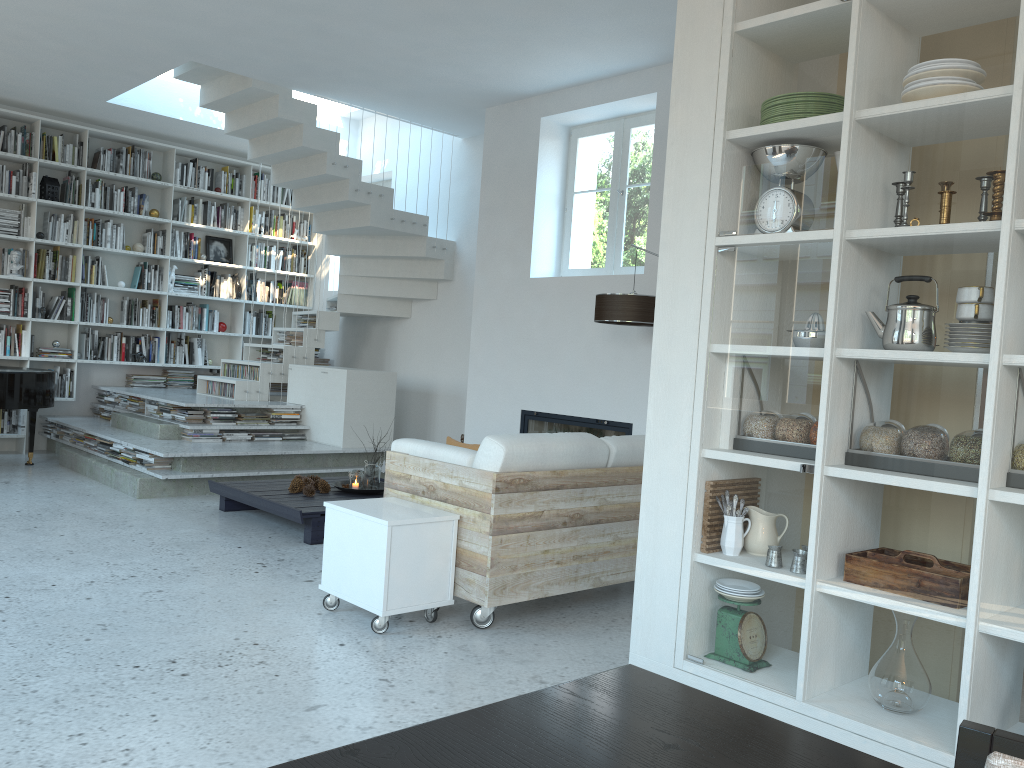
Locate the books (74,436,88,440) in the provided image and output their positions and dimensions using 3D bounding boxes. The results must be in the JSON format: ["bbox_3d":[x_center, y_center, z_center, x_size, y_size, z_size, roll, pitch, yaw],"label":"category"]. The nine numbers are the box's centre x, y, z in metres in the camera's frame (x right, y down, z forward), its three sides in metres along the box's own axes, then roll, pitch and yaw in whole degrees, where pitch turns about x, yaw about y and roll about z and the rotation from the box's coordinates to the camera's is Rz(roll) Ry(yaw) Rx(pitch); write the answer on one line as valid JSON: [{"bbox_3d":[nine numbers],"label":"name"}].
[{"bbox_3d":[-3.759,0.481,7.873,0.246,0.011,0.159,5,2,43],"label":"books"}]

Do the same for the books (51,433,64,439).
[{"bbox_3d":[-4.187,0.486,8.324,0.189,0.030,0.237,3,2,-43],"label":"books"}]

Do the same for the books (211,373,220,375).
[{"bbox_3d":[-3.156,-0.108,9.739,0.285,0.012,0.159,5,2,43],"label":"books"}]

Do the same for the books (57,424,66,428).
[{"bbox_3d":[-4.163,0.393,8.337,0.135,0.014,0.297,3,2,-42],"label":"books"}]

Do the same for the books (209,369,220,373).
[{"bbox_3d":[-3.165,-0.137,9.727,0.204,0.036,0.266,3,2,-42],"label":"books"}]

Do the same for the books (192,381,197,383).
[{"bbox_3d":[-3.288,-0.015,9.683,0.368,0.007,0.205,3,2,-42],"label":"books"}]

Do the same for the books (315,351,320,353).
[{"bbox_3d":[-2.297,-0.364,9.960,0.235,0.014,0.155,3,2,-42],"label":"books"}]

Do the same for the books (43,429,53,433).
[{"bbox_3d":[-4.387,0.452,8.536,0.179,0.012,0.261,3,2,-40],"label":"books"}]

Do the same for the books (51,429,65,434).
[{"bbox_3d":[-4.190,0.445,8.317,0.191,0.028,0.212,3,2,-39],"label":"books"}]

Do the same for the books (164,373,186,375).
[{"bbox_3d":[-3.548,-0.105,9.422,0.254,0.006,0.160,3,2,-39],"label":"books"}]

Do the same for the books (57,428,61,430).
[{"bbox_3d":[-4.167,0.423,8.336,0.143,0.019,0.230,3,2,-42],"label":"books"}]

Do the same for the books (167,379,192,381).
[{"bbox_3d":[-3.556,-0.047,9.429,0.254,0.007,0.160,3,2,-42],"label":"books"}]

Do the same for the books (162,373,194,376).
[{"bbox_3d":[-3.550,-0.099,9.420,0.159,0.005,0.285,5,2,43],"label":"books"}]

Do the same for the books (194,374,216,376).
[{"bbox_3d":[-3.281,-0.091,9.678,0.368,0.007,0.205,3,2,-41],"label":"books"}]

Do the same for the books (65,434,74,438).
[{"bbox_3d":[-3.962,0.477,8.111,0.149,0.007,0.300,3,2,-43],"label":"books"}]

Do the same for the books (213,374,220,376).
[{"bbox_3d":[-3.157,-0.090,9.740,0.165,0.015,0.243,3,2,-40],"label":"books"}]

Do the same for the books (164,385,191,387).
[{"bbox_3d":[-3.564,0.021,9.432,0.254,0.007,0.160,3,2,-43],"label":"books"}]

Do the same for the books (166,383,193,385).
[{"bbox_3d":[-3.554,-0.006,9.426,0.160,0.007,0.254,5,2,43],"label":"books"}]

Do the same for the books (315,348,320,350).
[{"bbox_3d":[-2.294,-0.402,9.958,0.229,0.011,0.159,2,2,-44],"label":"books"}]

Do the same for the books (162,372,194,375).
[{"bbox_3d":[-3.549,-0.110,9.423,0.159,0.005,0.285,5,2,44],"label":"books"}]

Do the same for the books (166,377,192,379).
[{"bbox_3d":[-3.559,-0.068,9.428,0.254,0.006,0.160,3,2,-43],"label":"books"}]

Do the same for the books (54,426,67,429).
[{"bbox_3d":[-4.175,0.409,8.327,0.160,0.009,0.291,3,2,-41],"label":"books"}]

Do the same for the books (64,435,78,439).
[{"bbox_3d":[-3.972,0.487,8.102,0.172,0.014,0.220,3,2,-42],"label":"books"}]

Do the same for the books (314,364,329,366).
[{"bbox_3d":[-2.165,-0.215,9.807,0.250,0.007,0.131,3,2,-39],"label":"books"}]

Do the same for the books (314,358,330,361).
[{"bbox_3d":[-2.173,-0.276,9.817,0.267,0.026,0.161,3,2,-38],"label":"books"}]

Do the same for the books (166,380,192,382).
[{"bbox_3d":[-3.557,-0.034,9.429,0.254,0.007,0.160,3,2,-42],"label":"books"}]

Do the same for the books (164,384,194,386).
[{"bbox_3d":[-3.557,0.008,9.425,0.159,0.007,0.285,5,2,43],"label":"books"}]

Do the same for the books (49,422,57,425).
[{"bbox_3d":[-4.361,0.378,8.552,0.133,0.017,0.231,3,2,-42],"label":"books"}]

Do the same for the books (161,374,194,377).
[{"bbox_3d":[-3.556,-0.089,9.425,0.285,0.005,0.159,2,2,-44],"label":"books"}]

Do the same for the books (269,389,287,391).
[{"bbox_3d":[-2.707,0.065,10.218,0.328,0.008,0.207,3,2,-38],"label":"books"}]

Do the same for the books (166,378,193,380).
[{"bbox_3d":[-3.556,-0.054,9.429,0.285,0.007,0.159,3,2,-42],"label":"books"}]

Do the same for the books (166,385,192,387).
[{"bbox_3d":[-3.562,0.014,9.430,0.254,0.007,0.160,3,2,-42],"label":"books"}]

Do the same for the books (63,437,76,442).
[{"bbox_3d":[-3.979,0.507,8.098,0.177,0.026,0.230,3,2,-40],"label":"books"}]

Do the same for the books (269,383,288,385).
[{"bbox_3d":[-2.706,-0.004,10.221,0.328,0.008,0.207,3,2,-36],"label":"books"}]

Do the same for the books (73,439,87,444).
[{"bbox_3d":[-3.761,0.513,7.875,0.292,0.012,0.159,5,2,44],"label":"books"}]

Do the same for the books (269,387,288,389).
[{"bbox_3d":[-2.707,0.041,10.220,0.368,0.007,0.205,3,2,-37],"label":"books"}]

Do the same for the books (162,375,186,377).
[{"bbox_3d":[-3.556,-0.084,9.426,0.285,0.005,0.159,3,2,-42],"label":"books"}]

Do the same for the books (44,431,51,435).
[{"bbox_3d":[-4.380,0.474,8.544,0.171,0.016,0.241,3,2,-43],"label":"books"}]

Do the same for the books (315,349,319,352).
[{"bbox_3d":[-2.304,-0.385,9.968,0.123,0.025,0.232,5,2,44],"label":"books"}]

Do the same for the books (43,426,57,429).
[{"bbox_3d":[-4.384,0.416,8.535,0.188,0.009,0.211,2,2,-44],"label":"books"}]

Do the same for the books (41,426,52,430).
[{"bbox_3d":[-4.386,0.427,8.534,0.278,0.012,0.177,5,2,43],"label":"books"}]

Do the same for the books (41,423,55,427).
[{"bbox_3d":[-4.388,0.392,8.529,0.243,0.013,0.191,5,2,43],"label":"books"}]

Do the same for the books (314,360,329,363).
[{"bbox_3d":[-2.171,-0.250,9.814,0.157,0.025,0.234,5,2,43],"label":"books"}]

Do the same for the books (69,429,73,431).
[{"bbox_3d":[-3.956,0.417,8.110,0.130,0.018,0.255,3,2,-40],"label":"books"}]

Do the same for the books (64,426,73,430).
[{"bbox_3d":[-3.965,0.405,8.101,0.159,0.006,0.285,3,2,-41],"label":"books"}]

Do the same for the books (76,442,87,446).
[{"bbox_3d":[-3.759,0.534,7.879,0.180,0.014,0.157,5,2,44],"label":"books"}]

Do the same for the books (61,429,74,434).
[{"bbox_3d":[-3.974,0.433,8.095,0.180,0.015,0.294,2,2,-45],"label":"books"}]

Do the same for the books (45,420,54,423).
[{"bbox_3d":[-4.371,0.362,8.542,0.158,0.014,0.234,2,2,-45],"label":"books"}]

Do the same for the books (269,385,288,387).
[{"bbox_3d":[-2.709,0.018,10.224,0.368,0.007,0.205,3,2,-41],"label":"books"}]

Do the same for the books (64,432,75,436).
[{"bbox_3d":[-3.973,0.451,8.098,0.171,0.020,0.193,3,2,-39],"label":"books"}]

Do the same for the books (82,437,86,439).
[{"bbox_3d":[-3.749,0.470,7.882,0.140,0.013,0.180,3,2,-40],"label":"books"}]

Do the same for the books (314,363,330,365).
[{"bbox_3d":[-2.180,-0.232,9.823,0.278,0.012,0.177,3,2,-39],"label":"books"}]

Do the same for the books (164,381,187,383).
[{"bbox_3d":[-3.554,-0.020,9.425,0.160,0.007,0.254,5,2,43],"label":"books"}]

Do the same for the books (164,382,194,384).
[{"bbox_3d":[-3.557,-0.013,9.429,0.285,0.007,0.159,3,2,-41],"label":"books"}]

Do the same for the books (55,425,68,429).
[{"bbox_3d":[-4.167,0.403,8.333,0.290,0.005,0.126,5,2,42],"label":"books"}]

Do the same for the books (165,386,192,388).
[{"bbox_3d":[-3.558,0.029,9.426,0.254,0.007,0.160,3,2,-39],"label":"books"}]

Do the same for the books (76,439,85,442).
[{"bbox_3d":[-3.756,0.501,7.878,0.165,0.012,0.205,3,2,-43],"label":"books"}]

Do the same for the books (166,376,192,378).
[{"bbox_3d":[-3.556,-0.078,9.426,0.254,0.006,0.160,2,2,-44],"label":"books"}]

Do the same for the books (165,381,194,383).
[{"bbox_3d":[-3.553,-0.026,9.424,0.159,0.007,0.285,5,2,43],"label":"books"}]

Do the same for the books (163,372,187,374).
[{"bbox_3d":[-3.546,-0.115,9.420,0.160,0.006,0.254,5,2,42],"label":"books"}]
